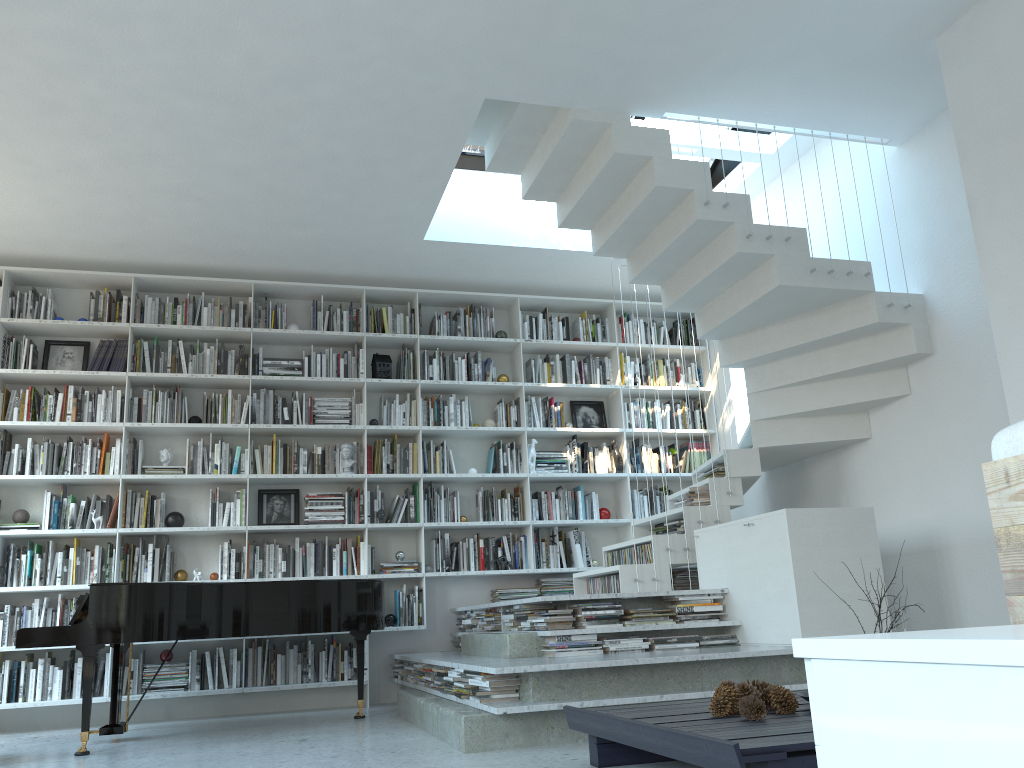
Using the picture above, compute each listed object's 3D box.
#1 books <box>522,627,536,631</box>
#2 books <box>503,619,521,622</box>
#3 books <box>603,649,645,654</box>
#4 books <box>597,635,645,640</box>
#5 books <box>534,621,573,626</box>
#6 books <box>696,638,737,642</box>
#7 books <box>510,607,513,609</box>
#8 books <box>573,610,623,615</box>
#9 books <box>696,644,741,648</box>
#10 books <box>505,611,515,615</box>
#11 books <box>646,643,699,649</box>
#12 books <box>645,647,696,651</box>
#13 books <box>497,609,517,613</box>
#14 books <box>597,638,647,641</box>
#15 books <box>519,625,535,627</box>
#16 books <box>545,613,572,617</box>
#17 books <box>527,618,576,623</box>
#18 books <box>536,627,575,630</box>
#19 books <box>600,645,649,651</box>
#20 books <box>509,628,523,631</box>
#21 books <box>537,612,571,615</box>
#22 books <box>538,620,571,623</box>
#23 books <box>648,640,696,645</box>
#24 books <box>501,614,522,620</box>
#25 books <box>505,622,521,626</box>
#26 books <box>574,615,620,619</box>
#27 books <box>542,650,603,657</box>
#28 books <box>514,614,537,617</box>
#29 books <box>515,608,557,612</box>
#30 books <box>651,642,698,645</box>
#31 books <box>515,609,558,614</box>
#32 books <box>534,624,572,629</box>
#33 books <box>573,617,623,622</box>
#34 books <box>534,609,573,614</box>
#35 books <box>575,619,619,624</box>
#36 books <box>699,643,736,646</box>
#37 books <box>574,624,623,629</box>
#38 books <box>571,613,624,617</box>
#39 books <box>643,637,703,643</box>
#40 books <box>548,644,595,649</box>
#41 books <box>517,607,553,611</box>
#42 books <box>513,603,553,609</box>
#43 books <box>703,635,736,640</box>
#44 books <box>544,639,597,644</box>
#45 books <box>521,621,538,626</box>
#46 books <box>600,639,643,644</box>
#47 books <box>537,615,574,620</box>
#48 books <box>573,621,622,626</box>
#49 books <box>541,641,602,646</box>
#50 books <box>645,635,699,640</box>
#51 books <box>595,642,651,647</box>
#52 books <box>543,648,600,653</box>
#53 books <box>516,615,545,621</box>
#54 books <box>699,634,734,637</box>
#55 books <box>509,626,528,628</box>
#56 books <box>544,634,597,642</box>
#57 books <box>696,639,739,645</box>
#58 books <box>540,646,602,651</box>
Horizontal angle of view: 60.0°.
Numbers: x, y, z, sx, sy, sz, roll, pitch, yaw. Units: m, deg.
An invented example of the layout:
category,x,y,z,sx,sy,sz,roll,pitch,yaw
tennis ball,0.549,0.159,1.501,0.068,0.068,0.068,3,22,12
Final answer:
category,x,y,z,sx,sy,sz,roll,pitch,yaw
books,0.151,1.414,5.134,0.142,0.020,0.231,0,-15,-11
books,0.050,1.446,5.426,0.178,0.015,0.188,0,-15,-11
books,0.582,1.423,4.729,0.208,0.015,0.153,2,-16,-18
books,0.577,1.358,4.749,0.220,0.013,0.149,2,-16,-17
books,0.228,1.320,4.883,0.152,0.015,0.208,2,-16,-19
books,1.107,1.411,4.894,0.225,0.007,0.133,0,-15,-12
books,0.067,1.375,5.450,0.134,0.014,0.182,0,-15,-11
books,0.469,1.249,4.845,0.230,0.015,0.190,0,-15,-11
books,1.112,1.440,4.876,0.261,0.006,0.152,3,-16,-20
books,0.062,1.403,5.441,0.145,0.017,0.209,3,-16,-21
books,0.859,1.416,4.796,0.250,0.018,0.178,1,-15,-13
books,0.854,1.435,4.812,0.249,0.009,0.144,2,-16,-17
books,0.039,1.387,5.438,0.192,0.014,0.257,3,-16,-20
books,0.578,1.366,4.745,0.242,0.005,0.153,1,-16,-15
books,0.147,1.401,5.136,0.154,0.007,0.293,1,-15,-13
books,0.258,1.278,4.903,0.091,0.011,0.190,2,-16,-18
books,0.215,1.301,4.884,0.184,0.014,0.298,2,-16,-17
books,0.239,1.345,4.879,0.144,0.009,0.250,1,-16,-16
books,0.585,1.403,4.719,0.232,0.019,0.170,3,-16,-21
books,0.071,1.497,5.418,0.132,0.016,0.263,0,-15,-11
books,0.232,1.268,4.898,0.132,0.009,0.270,0,-15,-12
books,0.234,1.311,4.887,0.134,0.006,0.227,0,-15,-12
books,0.851,1.404,4.822,0.273,0.009,0.129,1,-15,-13
books,0.054,1.425,5.433,0.174,0.029,0.251,2,-16,-18
books,0.062,1.465,5.424,0.167,0.024,0.193,1,-16,-15
books,0.465,1.276,4.857,0.210,0.012,0.168,1,-16,-15
books,0.315,1.405,4.628,0.262,0.023,0.200,2,-16,-18
books,0.135,1.341,5.149,0.187,0.009,0.251,1,-16,-16
books,0.137,1.315,5.157,0.171,0.007,0.261,2,-16,-18
books,0.856,1.406,4.804,0.254,0.005,0.161,3,-16,-20
books,0.137,1.325,5.154,0.168,0.013,0.282,2,-16,-19
books,0.223,1.334,4.878,0.161,0.014,0.213,0,-15,-12
books,0.469,1.285,4.844,0.215,0.013,0.190,2,-16,-17
books,0.228,1.257,4.900,0.149,0.014,0.229,2,-16,-18
books,0.463,1.303,4.863,0.207,0.012,0.132,3,-16,-20
books,1.110,1.434,4.882,0.179,0.010,0.160,1,-16,-16
books,0.470,1.323,4.838,0.216,0.015,0.178,2,-16,-18
books,0.464,1.266,4.862,0.260,0.009,0.153,1,-15,-13
books,0.858,1.385,4.802,0.287,0.018,0.190,2,-16,-17
books,0.310,1.374,4.650,0.210,0.012,0.168,0,-15,-12
books,0.136,1.308,5.159,0.170,0.008,0.209,1,-15,-13
books,0.122,1.293,5.158,0.189,0.022,0.238,0,-15,-11
books,1.105,1.402,4.901,0.229,0.014,0.133,2,-16,-17
books,0.304,1.355,4.671,0.257,0.010,0.132,0,-15,-12
books,0.151,1.384,5.142,0.155,0.028,0.190,1,-16,-15
books,0.577,1.379,4.747,0.211,0.018,0.135,1,-15,-13
books,0.237,1.289,4.894,0.137,0.012,0.243,1,-16,-15
books,0.465,1.313,4.855,0.227,0.012,0.149,2,-16,-18
books,0.308,1.363,4.656,0.292,0.012,0.160,1,-15,-13
books,0.847,1.374,4.811,0.275,0.009,0.177,1,-16,-16
books,0.581,1.390,4.733,0.272,0.012,0.159,2,-16,-18
books,0.309,1.396,4.650,0.264,0.006,0.165,1,-16,-15
books,0.141,1.358,5.146,0.177,0.026,0.231,1,-16,-16
books,1.105,1.392,4.904,0.215,0.007,0.131,1,-16,-14
books,0.079,1.483,5.424,0.136,0.013,0.259,1,-16,-16
books,0.307,1.335,4.662,0.234,0.025,0.158,3,-16,-21
books,1.109,1.421,4.887,0.234,0.017,0.152,1,-16,-15
books,0.309,1.389,4.652,0.285,0.008,0.160,2,-16,-18
